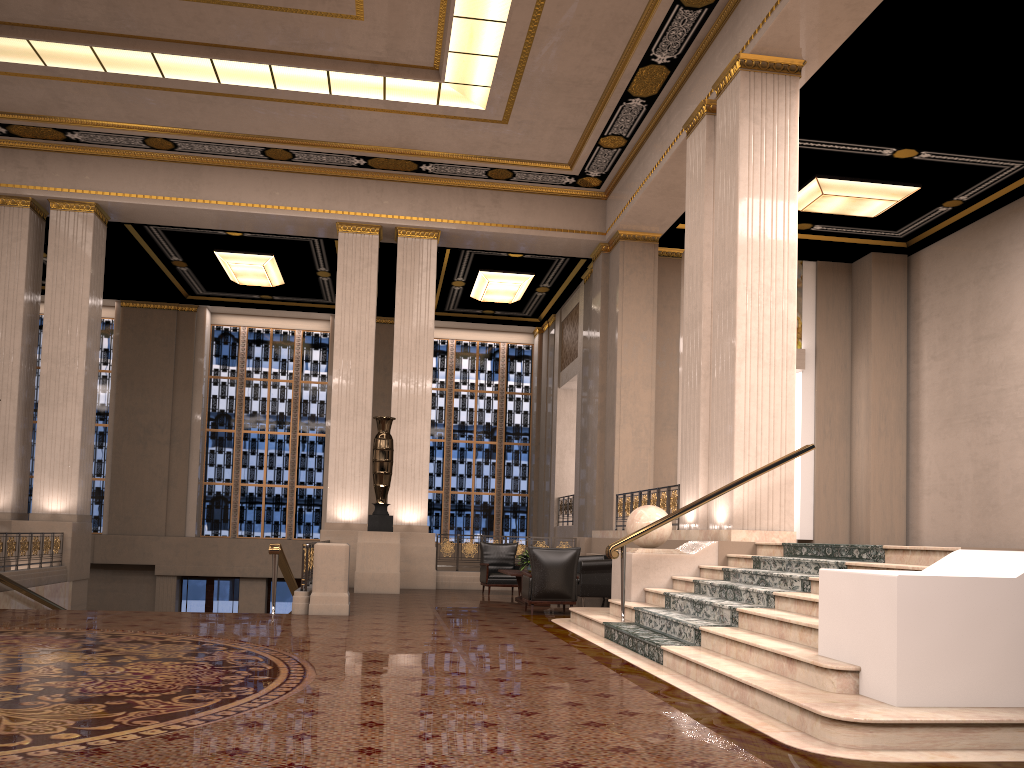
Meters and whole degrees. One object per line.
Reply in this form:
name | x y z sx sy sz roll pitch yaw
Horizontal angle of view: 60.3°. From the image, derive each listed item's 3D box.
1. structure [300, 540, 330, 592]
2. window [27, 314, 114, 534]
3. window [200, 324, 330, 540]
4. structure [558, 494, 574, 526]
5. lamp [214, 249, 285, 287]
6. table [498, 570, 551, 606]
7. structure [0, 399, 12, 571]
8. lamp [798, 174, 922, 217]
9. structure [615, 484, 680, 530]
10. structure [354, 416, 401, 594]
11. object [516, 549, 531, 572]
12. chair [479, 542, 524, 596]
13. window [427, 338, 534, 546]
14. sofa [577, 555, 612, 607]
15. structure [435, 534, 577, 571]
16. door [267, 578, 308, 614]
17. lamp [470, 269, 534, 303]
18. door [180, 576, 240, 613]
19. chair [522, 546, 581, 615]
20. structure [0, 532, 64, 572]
structure | -2.734 2.492 12.419 0.079 0.531 4.992 2 -10 -9
window | -11.250 0.954 21.571 2.989 5.322 0.070 2 -3 -8
window | -6.203 1.233 22.299 2.989 5.322 0.070 2 -3 -8
structure | 1.246 2.808 19.562 0.031 0.661 2.180 2 -9 -8
lamp | -5.543 -2.406 18.726 1.168 0.212 2.040 3 -10 -8
table | 0.296 2.946 12.767 0.839 0.431 1.492 3 -9 -8
structure | -7.965 1.597 13.222 0.700 2.769 0.705 2 -4 -8
lamp | 5.323 -2.906 13.914 1.717 0.212 1.181 3 -10 -8
structure | 2.037 1.881 13.151 0.032 0.618 3.736 2 -10 -8
structure | -2.101 1.922 14.067 0.700 2.769 0.705 2 -4 -8
object | 0.296 2.538 12.775 0.502 0.373 0.530 -2 -8 24
chair | -0.174 3.014 14.410 0.648 0.837 0.724 3 -6 -13
window | -0.981 1.522 23.051 2.989 5.322 0.070 2 -3 -8
sofa | 1.208 2.864 12.909 0.875 0.700 1.944 3 -9 -8
structure | -0.093 3.034 15.722 2.536 0.650 0.032 3 -4 -8
door | -5.309 6.121 21.690 1.492 2.705 0.156 2 -3 -8
lamp | -0.251 -2.113 19.489 1.168 0.212 2.040 3 -10 -8
door | -7.375 6.007 21.392 1.492 2.705 0.156 2 -3 -8
chair | 0.473 2.451 11.034 0.648 0.837 0.724 3 -6 -8
structure | -6.920 2.260 11.816 0.079 0.531 4.993 2 -10 -7
